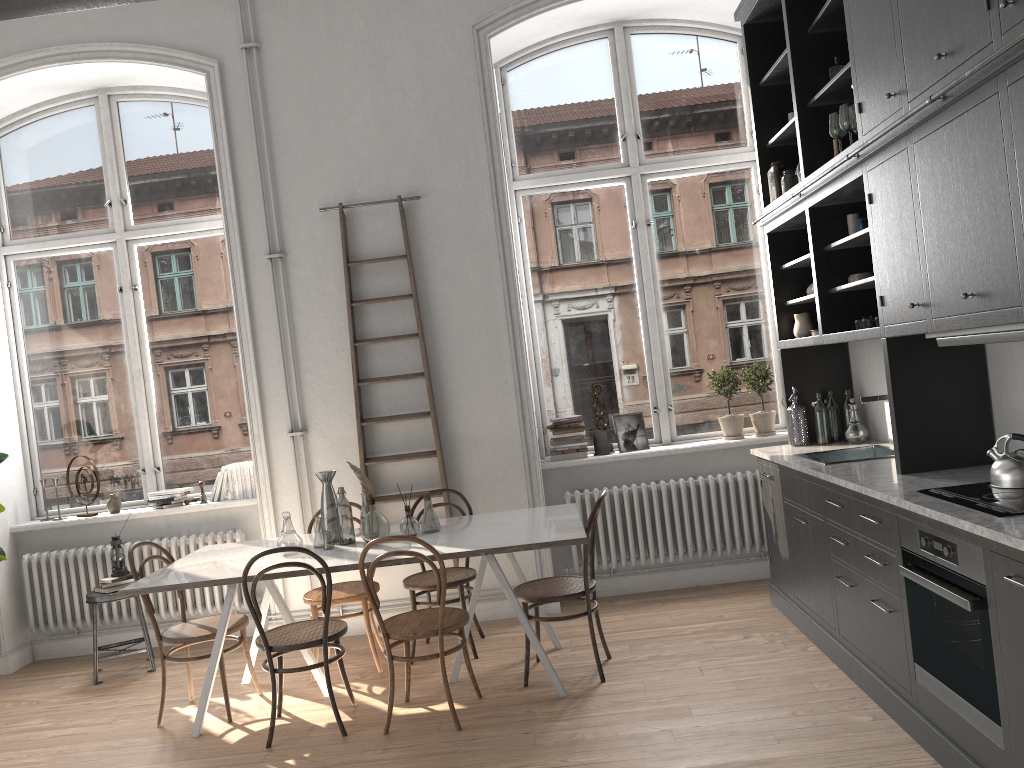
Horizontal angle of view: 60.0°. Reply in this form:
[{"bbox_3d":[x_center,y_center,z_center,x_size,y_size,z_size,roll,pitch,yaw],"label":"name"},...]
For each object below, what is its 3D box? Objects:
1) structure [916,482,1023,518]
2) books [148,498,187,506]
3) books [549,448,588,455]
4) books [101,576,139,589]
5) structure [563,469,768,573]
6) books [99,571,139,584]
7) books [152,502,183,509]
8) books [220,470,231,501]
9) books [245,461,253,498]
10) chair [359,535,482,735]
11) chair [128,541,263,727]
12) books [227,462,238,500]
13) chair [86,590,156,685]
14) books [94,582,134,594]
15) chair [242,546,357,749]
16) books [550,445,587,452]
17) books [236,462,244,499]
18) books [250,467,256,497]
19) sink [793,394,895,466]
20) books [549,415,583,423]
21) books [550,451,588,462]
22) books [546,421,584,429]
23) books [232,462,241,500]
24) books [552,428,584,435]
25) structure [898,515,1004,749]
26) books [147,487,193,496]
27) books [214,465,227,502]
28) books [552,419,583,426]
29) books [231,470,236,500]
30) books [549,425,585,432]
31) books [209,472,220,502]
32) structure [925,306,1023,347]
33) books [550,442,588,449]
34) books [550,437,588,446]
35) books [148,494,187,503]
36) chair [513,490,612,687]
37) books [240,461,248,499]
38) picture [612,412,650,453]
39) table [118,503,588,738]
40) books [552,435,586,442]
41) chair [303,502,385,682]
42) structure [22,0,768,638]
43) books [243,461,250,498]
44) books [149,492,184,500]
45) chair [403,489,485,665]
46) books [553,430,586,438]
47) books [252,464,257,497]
[{"bbox_3d":[1.702,0.377,2.994,0.427,0.011,0.592,-7,0,1],"label":"structure"},{"bbox_3d":[-2.391,0.818,6.164,0.205,0.022,0.155,-7,0,22],"label":"books"},{"bbox_3d":[0.387,0.458,6.079,0.249,0.023,0.175,-7,0,-3],"label":"books"},{"bbox_3d":[-2.479,1.249,5.626,0.232,0.029,0.163,-7,0,-28],"label":"books"},{"bbox_3d":[1.110,0.902,5.924,1.577,0.552,0.194,-7,1,2],"label":"structure"},{"bbox_3d":[-2.480,1.227,5.626,0.147,0.027,0.221,-7,0,34],"label":"books"},{"bbox_3d":[-2.394,0.842,6.168,0.147,0.023,0.221,-7,0,-40],"label":"books"},{"bbox_3d":[-1.980,0.701,6.167,0.072,0.203,0.155,-7,1,1],"label":"books"},{"bbox_3d":[-1.803,0.660,6.160,0.019,0.244,0.174,-7,1,1],"label":"books"},{"bbox_3d":[-0.435,1.120,4.182,0.438,0.921,0.549,-7,1,13],"label":"chair"},{"bbox_3d":[-1.664,1.263,4.660,0.549,0.921,0.437,-7,1,10],"label":"chair"},{"bbox_3d":[-1.934,0.675,6.186,0.024,0.243,0.175,-7,1,1],"label":"books"},{"bbox_3d":[-2.473,1.552,5.595,0.364,0.523,0.360,-7,1,-25],"label":"chair"},{"bbox_3d":[-2.488,1.276,5.624,0.194,0.034,0.246,-6,0,42],"label":"books"},{"bbox_3d":[-1.015,1.189,4.233,0.438,0.921,0.549,-7,1,-3],"label":"chair"},{"bbox_3d":[0.385,0.435,6.079,0.249,0.023,0.175,-7,0,2],"label":"books"},{"bbox_3d":[-1.865,0.667,6.162,0.019,0.244,0.174,-7,1,1],"label":"books"},{"bbox_3d":[-1.778,0.676,6.161,0.020,0.205,0.155,-7,1,1],"label":"books"},{"bbox_3d":[1.767,0.326,4.543,0.514,0.505,0.526,-7,1,1],"label":"sink"},{"bbox_3d":[0.370,0.240,6.097,0.201,0.024,0.159,-7,0,-8],"label":"books"},{"bbox_3d":[0.389,0.490,6.081,0.248,0.043,0.192,-7,0,2],"label":"books"},{"bbox_3d":[0.367,0.284,6.089,0.231,0.023,0.162,-7,0,17],"label":"books"},{"bbox_3d":[-1.887,0.670,6.153,0.024,0.243,0.175,-7,1,1],"label":"books"},{"bbox_3d":[0.386,0.324,6.089,0.205,0.022,0.155,-7,0,-3],"label":"books"},{"bbox_3d":[1.742,0.770,2.999,0.618,0.623,0.622,-7,1,2],"label":"structure"},{"bbox_3d":[-2.375,0.748,6.169,0.244,0.019,0.174,-7,0,12],"label":"books"},{"bbox_3d":[-2.007,0.687,6.166,0.100,0.235,0.174,-7,1,1],"label":"books"},{"bbox_3d":[0.378,0.260,6.088,0.205,0.020,0.155,-7,0,2],"label":"books"},{"bbox_3d":[-1.907,0.691,6.165,0.020,0.205,0.155,-7,1,1],"label":"books"},{"bbox_3d":[0.378,0.304,6.089,0.244,0.019,0.174,-7,0,2],"label":"books"},{"bbox_3d":[-2.043,0.711,6.171,0.105,0.194,0.155,-7,1,1],"label":"books"},{"bbox_3d":[1.763,-0.217,2.987,0.379,0.123,0.843,-7,0,1],"label":"structure"},{"bbox_3d":[0.393,0.414,6.093,0.255,0.014,0.192,-7,0,5],"label":"books"},{"bbox_3d":[0.389,0.394,6.094,0.245,0.028,0.193,-7,0,-3],"label":"books"},{"bbox_3d":[-2.391,0.796,6.162,0.221,0.023,0.147,-7,0,17],"label":"books"},{"bbox_3d":[0.269,1.033,4.587,0.549,0.921,0.437,-7,1,14],"label":"chair"},{"bbox_3d":[-1.845,0.665,6.178,0.019,0.244,0.174,-7,1,1],"label":"books"},{"bbox_3d":[0.808,0.336,6.125,0.221,0.264,0.149,-7,1,-15],"label":"picture"},{"bbox_3d":[-0.687,1.216,4.659,2.200,0.780,1.100,-7,1,2],"label":"table"},{"bbox_3d":[0.391,0.368,6.089,0.205,0.022,0.155,-7,0,16],"label":"books"},{"bbox_3d":[-0.986,1.179,5.173,0.438,0.921,0.549,-7,1,0],"label":"chair"},{"bbox_3d":[-0.930,-0.621,5.873,5.182,4.474,0.340,-7,1,2],"label":"structure"},{"bbox_3d":[-1.824,0.662,6.183,0.024,0.243,0.175,-7,1,1],"label":"books"},{"bbox_3d":[-2.392,0.776,6.150,0.205,0.020,0.155,-7,0,-8],"label":"books"},{"bbox_3d":[-0.415,1.111,5.237,0.438,0.921,0.549,-7,1,8],"label":"chair"},{"bbox_3d":[0.392,0.345,6.094,0.222,0.024,0.158,-7,0,2],"label":"books"},{"bbox_3d":[-1.758,0.654,6.181,0.024,0.243,0.175,-7,1,1],"label":"books"}]
